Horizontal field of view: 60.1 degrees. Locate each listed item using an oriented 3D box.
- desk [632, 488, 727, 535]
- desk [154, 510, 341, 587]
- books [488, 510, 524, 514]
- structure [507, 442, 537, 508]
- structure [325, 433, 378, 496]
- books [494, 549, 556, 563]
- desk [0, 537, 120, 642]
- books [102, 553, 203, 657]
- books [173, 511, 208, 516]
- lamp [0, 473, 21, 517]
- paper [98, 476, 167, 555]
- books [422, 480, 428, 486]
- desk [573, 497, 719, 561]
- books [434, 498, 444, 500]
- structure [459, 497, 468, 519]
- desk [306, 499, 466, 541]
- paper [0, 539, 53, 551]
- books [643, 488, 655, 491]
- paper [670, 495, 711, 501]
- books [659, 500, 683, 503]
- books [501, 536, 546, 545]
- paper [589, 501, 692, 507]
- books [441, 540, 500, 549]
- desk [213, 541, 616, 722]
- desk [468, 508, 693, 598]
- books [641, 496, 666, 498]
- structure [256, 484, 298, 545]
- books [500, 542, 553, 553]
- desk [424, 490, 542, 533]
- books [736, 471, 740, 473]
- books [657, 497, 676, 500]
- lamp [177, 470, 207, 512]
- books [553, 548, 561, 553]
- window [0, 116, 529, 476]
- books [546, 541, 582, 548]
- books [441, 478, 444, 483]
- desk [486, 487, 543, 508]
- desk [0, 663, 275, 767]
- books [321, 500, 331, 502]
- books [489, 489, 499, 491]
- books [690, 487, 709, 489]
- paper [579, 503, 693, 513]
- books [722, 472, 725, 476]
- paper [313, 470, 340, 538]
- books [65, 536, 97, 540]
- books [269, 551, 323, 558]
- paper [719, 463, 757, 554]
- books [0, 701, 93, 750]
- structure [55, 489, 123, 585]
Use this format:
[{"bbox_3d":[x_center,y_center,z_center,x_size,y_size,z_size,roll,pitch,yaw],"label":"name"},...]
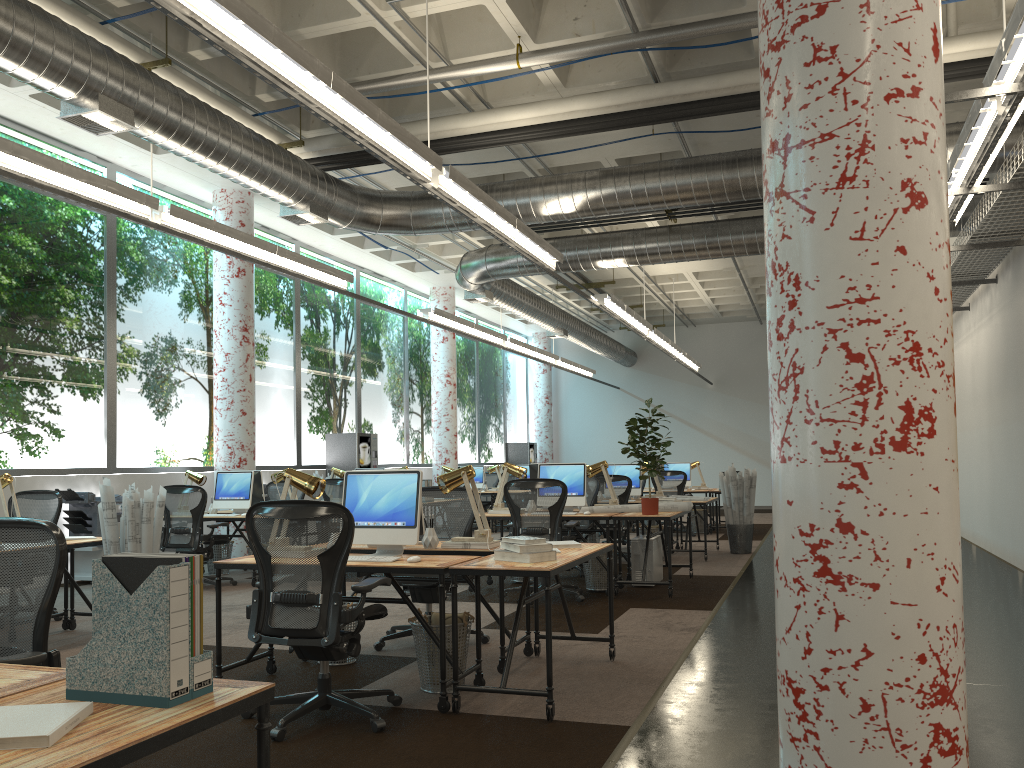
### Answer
[{"bbox_3d":[3.081,2.213,15.476,1.941,0.722,1.404,-3,-5,19],"label":"desk"},{"bbox_3d":[-2.845,1.826,10.006,1.941,0.722,1.404,-3,-5,19],"label":"desk"},{"bbox_3d":[-0.051,1.252,8.700,0.309,0.038,0.226,-3,-5,19],"label":"books"},{"bbox_3d":[0.306,2.512,24.187,0.638,1.806,0.751,-2,-3,19],"label":"structure"},{"bbox_3d":[-2.757,1.770,15.373,0.638,1.806,0.751,-2,-3,19],"label":"structure"},{"bbox_3d":[0.067,0.902,4.661,0.200,0.050,0.272,4,-7,-43],"label":"books"},{"bbox_3d":[-4.087,1.525,6.432,1.941,0.722,1.404,-3,-5,19],"label":"desk"},{"bbox_3d":[-0.826,0.548,2.036,0.234,0.310,0.068,-2,-3,19],"label":"books"},{"bbox_3d":[-3.613,1.451,9.935,0.309,0.038,0.226,-3,-5,19],"label":"books"},{"bbox_3d":[-3.812,0.980,6.683,0.528,0.609,0.209,-4,-4,39],"label":"lamp"},{"bbox_3d":[-2.769,1.263,6.426,0.440,1.195,0.413,-1,-2,-3],"label":"paper"},{"bbox_3d":[-1.287,1.485,12.295,0.234,0.310,0.068,-2,-3,19],"label":"books"},{"bbox_3d":[1.682,1.901,11.751,1.941,0.722,1.404,-3,-5,19],"label":"desk"},{"bbox_3d":[-1.093,1.686,12.946,0.200,0.024,0.236,0,-5,-7],"label":"books"},{"bbox_3d":[-1.179,2.526,19.884,0.503,1.055,1.060,-2,-4,19],"label":"structure"},{"bbox_3d":[-1.820,2.074,12.956,1.941,0.722,1.404,-3,-5,19],"label":"desk"},{"bbox_3d":[-3.495,1.099,6.111,0.568,0.061,0.627,-3,-5,17],"label":"paper"},{"bbox_3d":[2.313,1.838,15.405,0.309,0.038,0.226,-3,-5,19],"label":"books"},{"bbox_3d":[2.273,1.475,11.430,0.568,0.061,0.627,-3,-5,17],"label":"paper"},{"bbox_3d":[1.582,1.202,9.045,0.258,0.044,0.193,-5,-6,36],"label":"books"},{"bbox_3d":[0.060,0.825,4.681,0.153,0.030,0.185,4,-7,-43],"label":"books"},{"bbox_3d":[1.234,1.199,8.616,1.134,0.082,0.083,0,-4,-16],"label":"paper"},{"bbox_3d":[-0.253,0.983,5.444,0.309,0.038,0.226,-3,-5,19],"label":"books"},{"bbox_3d":[-0.500,1.346,5.181,1.941,0.722,1.404,-3,-5,19],"label":"desk"},{"bbox_3d":[0.717,1.627,8.771,1.941,0.723,1.404,-3,-5,19],"label":"desk"},{"bbox_3d":[1.929,1.538,12.013,0.309,0.038,0.226,-3,-5,19],"label":"books"},{"bbox_3d":[-3.553,1.951,13.053,0.503,1.055,1.060,-2,-4,19],"label":"structure"},{"bbox_3d":[0.073,0.857,4.689,0.193,0.044,0.258,1,-6,-23],"label":"books"},{"bbox_3d":[-0.512,2.391,16.720,1.941,0.722,1.404,-3,-5,19],"label":"desk"},{"bbox_3d":[3.946,1.704,15.770,0.234,0.310,0.068,-2,-3,19],"label":"books"},{"bbox_3d":[1.576,1.170,9.032,0.185,0.030,0.153,-3,-5,17],"label":"books"},{"bbox_3d":[-3.651,1.273,9.956,0.528,0.609,0.219,-4,-4,39],"label":"lamp"},{"bbox_3d":[0.147,0.953,5.067,0.243,0.019,0.206,-1,-5,-4],"label":"books"},{"bbox_3d":[-3.839,-0.559,13.498,0.050,3.752,26.268,-2,-5,19],"label":"window"},{"bbox_3d":[0.300,0.976,5.379,0.200,0.024,0.236,0,-5,-7],"label":"books"},{"bbox_3d":[-0.955,1.566,13.250,0.234,0.310,0.068,-2,-3,19],"label":"books"},{"bbox_3d":[0.553,2.649,19.787,1.941,0.722,1.404,-3,-5,19],"label":"desk"},{"bbox_3d":[-1.691,1.056,1.742,1.941,0.722,1.404,-3,-5,19],"label":"desk"},{"bbox_3d":[-2.588,1.699,12.885,0.309,0.038,0.226,-3,-5,19],"label":"books"},{"bbox_3d":[-0.265,2.028,16.982,0.309,0.038,0.226,-3,-5,19],"label":"books"},{"bbox_3d":[3.328,1.849,15.739,0.309,0.038,0.226,-3,-5,19],"label":"books"},{"bbox_3d":[1.178,1.186,8.459,1.134,0.082,0.083,0,-4,-6],"label":"paper"},{"bbox_3d":[3.614,1.624,14.815,0.234,0.310,0.068,-2,-3,19],"label":"books"},{"bbox_3d":[-2.898,1.931,13.770,0.440,1.195,0.413,-1,-2,-3],"label":"paper"},{"bbox_3d":[-3.288,1.163,6.694,0.243,0.019,0.206,2,-6,-33],"label":"books"},{"bbox_3d":[-1.267,0.971,5.110,0.309,0.038,0.226,-3,-5,19],"label":"books"},{"bbox_3d":[2.999,1.639,11.744,0.440,1.195,0.413,-1,-2,-3],"label":"paper"},{"bbox_3d":[-0.964,0.669,1.732,0.200,0.024,0.236,0,-5,-7],"label":"books"},{"bbox_3d":[-4.613,1.693,9.994,0.503,1.055,1.060,-2,-4,19],"label":"structure"}]
